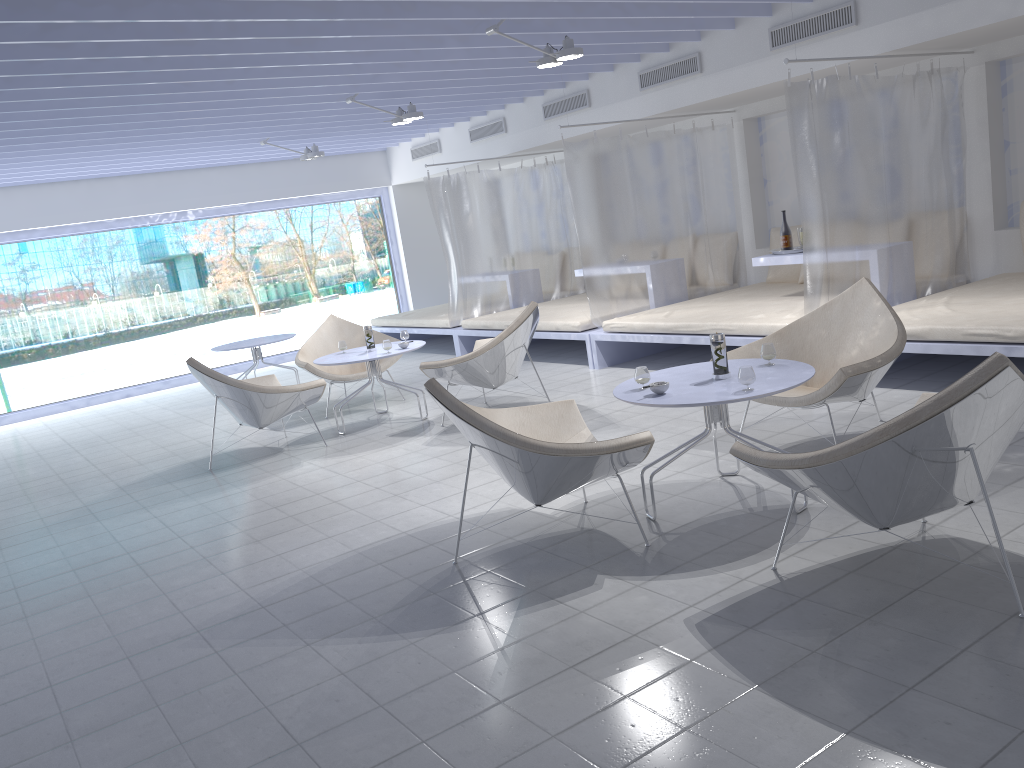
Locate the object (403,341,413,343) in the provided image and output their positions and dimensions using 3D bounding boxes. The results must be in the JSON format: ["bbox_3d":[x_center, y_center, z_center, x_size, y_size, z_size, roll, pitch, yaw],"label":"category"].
[{"bbox_3d":[-0.747,-0.295,6.314,0.098,0.016,0.012,-4,11,23],"label":"object"}]

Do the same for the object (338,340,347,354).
[{"bbox_3d":[-1.266,-0.277,6.630,0.068,0.091,0.068,-11,10,-10],"label":"object"}]

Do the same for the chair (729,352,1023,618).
[{"bbox_3d":[1.262,0.242,2.777,0.906,0.759,0.753,-12,11,-18],"label":"chair"}]

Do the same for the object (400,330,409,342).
[{"bbox_3d":[-0.808,-0.357,6.678,0.068,0.091,0.068,-17,13,-40],"label":"object"}]

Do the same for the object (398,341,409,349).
[{"bbox_3d":[-0.771,-0.275,6.335,0.082,0.043,0.082,-4,11,25],"label":"object"}]

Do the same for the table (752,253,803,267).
[{"bbox_3d":[2.329,-0.754,6.479,0.416,0.450,1.065,-15,12,-32],"label":"table"}]

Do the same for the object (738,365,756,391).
[{"bbox_3d":[0.901,-0.021,3.400,0.068,0.091,0.068,-18,14,-42],"label":"object"}]

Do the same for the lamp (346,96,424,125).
[{"bbox_3d":[-1.050,-2.233,7.202,0.587,0.218,0.380,-15,12,-32],"label":"lamp"}]

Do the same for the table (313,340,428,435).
[{"bbox_3d":[-0.997,0.023,6.520,0.825,0.534,0.823,-18,14,-41],"label":"table"}]

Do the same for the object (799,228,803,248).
[{"bbox_3d":[2.157,-1.070,6.566,0.059,0.174,0.059,-4,11,25],"label":"object"}]

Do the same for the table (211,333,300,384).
[{"bbox_3d":[-2.502,-0.158,8.783,0.825,0.534,0.823,-6,11,14],"label":"table"}]

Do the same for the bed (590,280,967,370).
[{"bbox_3d":[2.093,-0.484,6.966,2.022,0.422,2.200,-15,12,-32],"label":"bed"}]

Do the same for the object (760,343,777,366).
[{"bbox_3d":[1.102,-0.128,3.808,0.068,0.091,0.068,-18,14,-42],"label":"object"}]

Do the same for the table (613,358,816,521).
[{"bbox_3d":[0.872,0.241,3.747,0.823,0.534,0.825,-2,12,34],"label":"table"}]

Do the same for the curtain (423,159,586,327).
[{"bbox_3d":[0.053,-1.554,9.514,2.050,1.552,0.151,-15,12,-32],"label":"curtain"}]

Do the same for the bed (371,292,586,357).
[{"bbox_3d":[-0.371,-0.771,10.619,2.022,0.422,2.200,-15,12,-32],"label":"bed"}]

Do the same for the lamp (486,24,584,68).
[{"bbox_3d":[0.116,-2.097,5.474,0.587,0.218,0.380,-15,12,-32],"label":"lamp"}]

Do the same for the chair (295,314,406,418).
[{"bbox_3d":[-1.375,-0.203,7.438,0.906,0.759,0.753,-13,11,-22],"label":"chair"}]

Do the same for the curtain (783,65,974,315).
[{"bbox_3d":[2.519,-1.268,5.859,2.050,1.552,0.151,-15,12,-32],"label":"curtain"}]

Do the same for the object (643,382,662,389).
[{"bbox_3d":[0.564,0.006,3.559,0.098,0.016,0.012,-16,12,-33],"label":"object"}]

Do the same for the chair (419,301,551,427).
[{"bbox_3d":[-0.100,-0.172,6.184,0.753,0.759,0.906,-4,12,27],"label":"chair"}]

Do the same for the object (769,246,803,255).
[{"bbox_3d":[2.126,-1.010,6.692,0.275,0.031,0.429,-15,12,-31],"label":"object"}]

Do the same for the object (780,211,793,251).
[{"bbox_3d":[2.075,-1.163,6.730,0.092,0.302,0.092,-4,11,24],"label":"object"}]

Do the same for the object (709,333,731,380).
[{"bbox_3d":[0.862,-0.116,3.685,0.075,0.185,0.075,-5,11,20],"label":"object"}]

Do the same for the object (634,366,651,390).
[{"bbox_3d":[0.547,-0.025,3.719,0.068,0.091,0.068,-18,14,-42],"label":"object"}]

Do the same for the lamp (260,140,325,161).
[{"bbox_3d":[-2.228,-2.370,8.948,0.587,0.218,0.380,-15,12,-32],"label":"lamp"}]

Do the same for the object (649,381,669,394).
[{"bbox_3d":[0.595,0.019,3.575,0.082,0.043,0.082,-15,12,-31],"label":"object"}]

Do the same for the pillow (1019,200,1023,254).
[{"bbox_3d":[3.728,-1.011,6.024,0.231,0.510,0.572,-16,12,-33],"label":"pillow"}]

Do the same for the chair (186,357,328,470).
[{"bbox_3d":[-1.785,0.116,6.050,0.753,0.759,0.906,-17,13,-37],"label":"chair"}]

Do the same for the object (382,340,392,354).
[{"bbox_3d":[-0.873,-0.262,6.216,0.068,0.091,0.068,-10,10,-4],"label":"object"}]

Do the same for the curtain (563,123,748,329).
[{"bbox_3d":[1.327,-1.399,7.704,1.998,1.559,0.125,-16,12,-34],"label":"curtain"}]

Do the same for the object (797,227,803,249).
[{"bbox_3d":[2.170,-1.089,6.660,0.059,0.174,0.059,-4,11,25],"label":"object"}]

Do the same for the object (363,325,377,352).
[{"bbox_3d":[-1.044,-0.335,6.489,0.075,0.189,0.075,-18,14,-40],"label":"object"}]

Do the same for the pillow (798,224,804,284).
[{"bbox_3d":[2.692,-1.130,7.493,0.537,0.527,0.233,-1,13,36],"label":"pillow"}]

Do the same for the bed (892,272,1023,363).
[{"bbox_3d":[3.313,-0.340,5.129,2.016,0.427,2.200,-15,12,-32],"label":"bed"}]

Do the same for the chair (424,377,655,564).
[{"bbox_3d":[0.060,0.279,3.596,0.753,0.759,0.906,-12,11,-15],"label":"chair"}]

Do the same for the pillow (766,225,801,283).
[{"bbox_3d":[2.476,-1.141,7.867,0.230,0.521,0.524,-15,12,-30],"label":"pillow"}]

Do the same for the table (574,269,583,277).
[{"bbox_3d":[1.103,-0.897,8.296,0.416,0.450,1.065,-15,12,-32],"label":"table"}]

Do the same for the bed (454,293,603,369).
[{"bbox_3d":[0.849,-0.626,8.782,2.016,0.427,2.200,-15,12,-32],"label":"bed"}]

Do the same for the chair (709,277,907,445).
[{"bbox_3d":[1.550,-0.096,4.372,0.753,0.759,0.906,-15,12,-28],"label":"chair"}]
